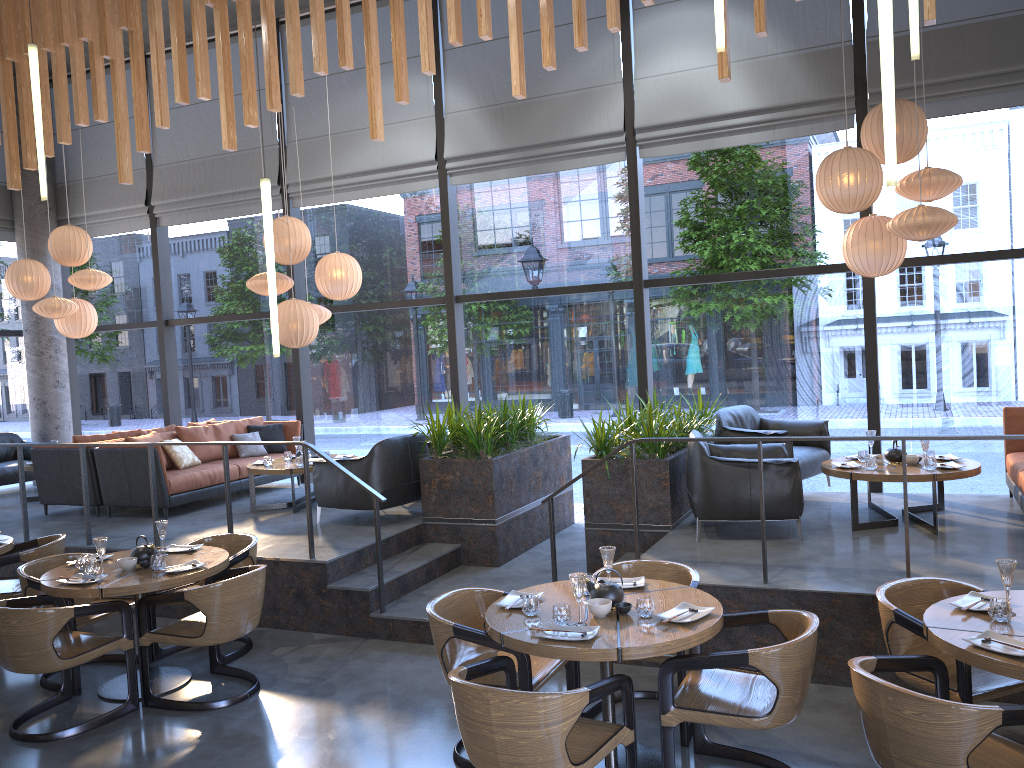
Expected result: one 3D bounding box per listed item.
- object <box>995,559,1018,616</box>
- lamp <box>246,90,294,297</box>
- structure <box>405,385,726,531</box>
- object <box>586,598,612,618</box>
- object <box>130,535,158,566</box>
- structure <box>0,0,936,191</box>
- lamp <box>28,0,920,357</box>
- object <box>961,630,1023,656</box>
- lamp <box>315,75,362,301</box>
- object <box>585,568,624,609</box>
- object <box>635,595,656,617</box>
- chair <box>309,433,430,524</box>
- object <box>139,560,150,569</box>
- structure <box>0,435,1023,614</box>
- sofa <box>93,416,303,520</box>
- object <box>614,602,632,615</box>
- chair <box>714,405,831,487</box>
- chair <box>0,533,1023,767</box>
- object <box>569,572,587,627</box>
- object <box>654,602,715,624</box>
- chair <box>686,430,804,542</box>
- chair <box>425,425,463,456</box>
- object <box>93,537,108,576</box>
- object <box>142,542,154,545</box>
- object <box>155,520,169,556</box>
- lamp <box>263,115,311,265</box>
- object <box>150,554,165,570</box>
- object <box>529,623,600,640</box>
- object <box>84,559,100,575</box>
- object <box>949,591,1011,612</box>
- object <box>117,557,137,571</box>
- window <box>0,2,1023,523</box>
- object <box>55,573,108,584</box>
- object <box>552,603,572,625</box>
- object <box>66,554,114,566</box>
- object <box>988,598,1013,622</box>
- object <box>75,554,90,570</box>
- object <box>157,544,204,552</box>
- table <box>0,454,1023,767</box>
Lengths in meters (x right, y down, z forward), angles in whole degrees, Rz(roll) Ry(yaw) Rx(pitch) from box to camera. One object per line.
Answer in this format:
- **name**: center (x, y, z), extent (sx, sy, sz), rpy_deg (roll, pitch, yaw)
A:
- **object**: center (2.088, 0.857, 3.738), extent (0.082, 0.227, 0.082), rpy_deg (-3, 2, -4)
- **lamp**: center (-2.491, -2.015, 8.893), extent (0.467, 2.271, 0.467), rpy_deg (-4, 2, -12)
- **structure**: center (-5.332, 1.251, 5.639), extent (15.715, 1.608, 4.306), rpy_deg (-4, 3, -27)
- **object**: center (0.397, 1.020, 4.024), extent (0.116, 0.065, 0.116), rpy_deg (-3, 2, 3)
- **object**: center (-2.328, 1.047, 5.607), extent (0.163, 0.179, 0.168), rpy_deg (-4, 2, -12)
- **structure**: center (-3.317, -0.870, 2.131), extent (10.399, 5.894, 10.127), rpy_deg (-2, 3, 24)
- **lamp**: center (-3.239, -4.997, 1.330), extent (8.975, 10.231, 8.774), rpy_deg (-2, 3, 23)
- **object**: center (1.874, 0.988, 3.331), extent (0.170, 0.025, 0.294), rpy_deg (-4, 3, -27)
- **lamp**: center (-2.115, -2.247, 5.600), extent (0.468, 3.124, 6.999), rpy_deg (-3, 2, 5)
- **object**: center (0.443, 0.954, 4.162), extent (0.163, 0.179, 0.168), rpy_deg (-4, 3, -28)
- **object**: center (0.599, 1.000, 3.984), extent (0.086, 0.086, 0.086), rpy_deg (-2, 3, 27)
- **chair**: center (-1.202, 0.822, 7.913), extent (0.833, 0.743, 1.030), rpy_deg (-2, 3, 31)
- **object**: center (-2.262, 1.118, 5.484), extent (0.080, 0.042, 0.080), rpy_deg (-5, 3, -41)
- **structure**: center (-3.628, -0.092, 2.437), extent (11.718, 4.117, 9.054), rpy_deg (-2, 3, 24)
- **sofa**: center (-3.235, 0.836, 9.474), extent (0.864, 0.811, 2.226), rpy_deg (-2, 3, 24)
- **object**: center (0.507, 1.025, 4.036), extent (0.080, 0.042, 0.080), rpy_deg (-4, 2, -12)
- **chair**: center (2.233, 0.565, 7.699), extent (0.833, 0.743, 1.030), rpy_deg (-1, 3, 39)
- **chair**: center (-1.998, 1.558, 4.057), extent (9.749, 0.759, 4.352), rpy_deg (-2, 3, 26)
- **object**: center (0.296, 0.949, 3.898), extent (0.082, 0.227, 0.082), rpy_deg (-3, 2, -6)
- **object**: center (0.752, 1.025, 3.926), extent (0.170, 0.025, 0.294), rpy_deg (-1, 3, 44)
- **chair**: center (1.715, 0.716, 6.595), extent (0.833, 0.743, 1.030), rpy_deg (-3, 2, 10)
- **chair**: center (-0.719, 0.751, 8.991), extent (0.833, 0.743, 1.030), rpy_deg (-3, 2, 10)
- **object**: center (-2.474, 1.042, 5.345), extent (0.082, 0.227, 0.082), rpy_deg (-3, 2, -6)
- **object**: center (-2.394, 1.088, 5.832), extent (0.086, 0.086, 0.086), rpy_deg (-3, 2, 11)
- **object**: center (-2.293, 1.012, 5.821), extent (0.082, 0.227, 0.082), rpy_deg (-5, 3, -33)
- **lamp**: center (-2.288, -2.371, 8.791), extent (0.465, 2.374, 0.465), rpy_deg (-5, 3, -42)
- **object**: center (-2.171, 1.092, 5.432), extent (0.086, 0.086, 0.086), rpy_deg (-4, 2, -18)
- **object**: center (0.214, 1.060, 3.782), extent (0.294, 0.025, 0.170), rpy_deg (-2, 3, 21)
- **object**: center (-2.549, 1.115, 5.380), extent (0.086, 0.086, 0.086), rpy_deg (-5, 3, -40)
- **object**: center (2.026, 0.958, 3.857), extent (0.294, 0.025, 0.170), rpy_deg (-5, 3, -40)
- **object**: center (-2.372, 1.113, 5.472), extent (0.116, 0.065, 0.116), rpy_deg (-4, 2, -14)
- **window**: center (-3.280, -0.934, 3.744), extent (12.739, 5.897, 12.900), rpy_deg (-2, 3, 24)
- **object**: center (-2.556, 1.153, 5.230), extent (0.294, 0.025, 0.170), rpy_deg (-2, 3, 21)
- **object**: center (0.221, 1.023, 3.933), extent (0.086, 0.086, 0.086), rpy_deg (-5, 3, -40)
- **object**: center (-2.742, 1.143, 5.723), extent (0.170, 0.025, 0.294), rpy_deg (-2, 3, 22)
- **object**: center (2.017, 0.935, 3.666), extent (0.086, 0.086, 0.086), rpy_deg (-5, 3, -43)
- **object**: center (-2.682, 1.116, 5.545), extent (0.086, 0.086, 0.086), rpy_deg (-5, 3, -40)
- **object**: center (-2.244, 1.106, 5.952), extent (0.294, 0.025, 0.170), rpy_deg (-3, 2, 9)
- **table**: center (-1.991, 1.383, 5.750), extent (10.659, 0.968, 6.876), rpy_deg (-2, 3, 25)
